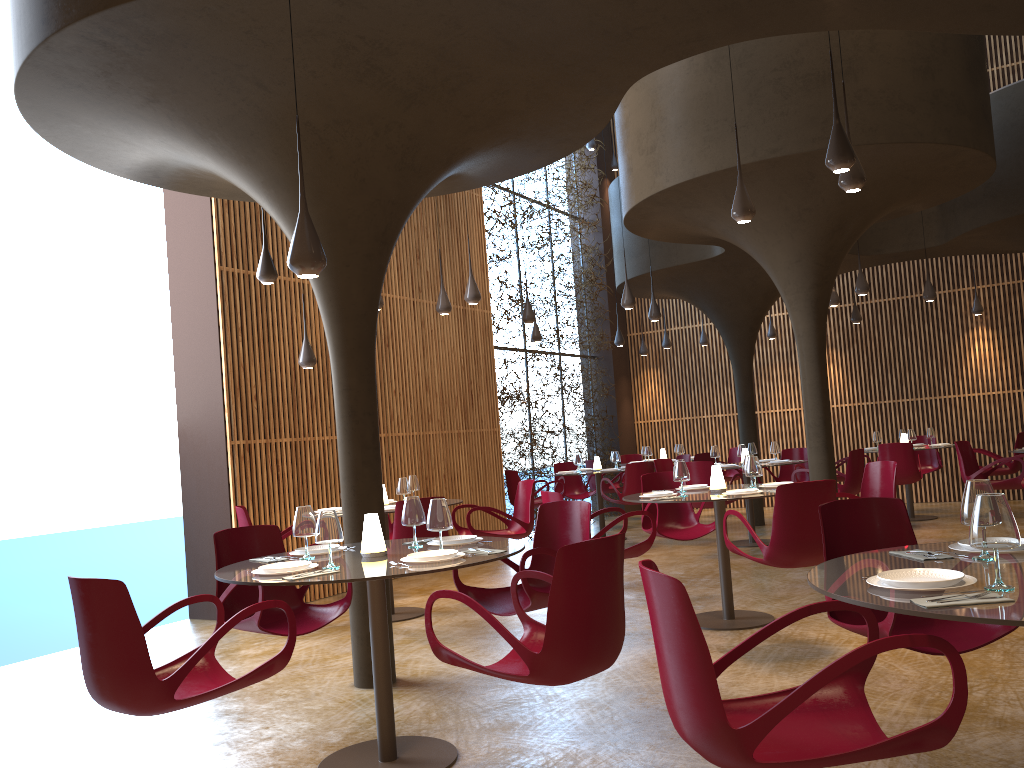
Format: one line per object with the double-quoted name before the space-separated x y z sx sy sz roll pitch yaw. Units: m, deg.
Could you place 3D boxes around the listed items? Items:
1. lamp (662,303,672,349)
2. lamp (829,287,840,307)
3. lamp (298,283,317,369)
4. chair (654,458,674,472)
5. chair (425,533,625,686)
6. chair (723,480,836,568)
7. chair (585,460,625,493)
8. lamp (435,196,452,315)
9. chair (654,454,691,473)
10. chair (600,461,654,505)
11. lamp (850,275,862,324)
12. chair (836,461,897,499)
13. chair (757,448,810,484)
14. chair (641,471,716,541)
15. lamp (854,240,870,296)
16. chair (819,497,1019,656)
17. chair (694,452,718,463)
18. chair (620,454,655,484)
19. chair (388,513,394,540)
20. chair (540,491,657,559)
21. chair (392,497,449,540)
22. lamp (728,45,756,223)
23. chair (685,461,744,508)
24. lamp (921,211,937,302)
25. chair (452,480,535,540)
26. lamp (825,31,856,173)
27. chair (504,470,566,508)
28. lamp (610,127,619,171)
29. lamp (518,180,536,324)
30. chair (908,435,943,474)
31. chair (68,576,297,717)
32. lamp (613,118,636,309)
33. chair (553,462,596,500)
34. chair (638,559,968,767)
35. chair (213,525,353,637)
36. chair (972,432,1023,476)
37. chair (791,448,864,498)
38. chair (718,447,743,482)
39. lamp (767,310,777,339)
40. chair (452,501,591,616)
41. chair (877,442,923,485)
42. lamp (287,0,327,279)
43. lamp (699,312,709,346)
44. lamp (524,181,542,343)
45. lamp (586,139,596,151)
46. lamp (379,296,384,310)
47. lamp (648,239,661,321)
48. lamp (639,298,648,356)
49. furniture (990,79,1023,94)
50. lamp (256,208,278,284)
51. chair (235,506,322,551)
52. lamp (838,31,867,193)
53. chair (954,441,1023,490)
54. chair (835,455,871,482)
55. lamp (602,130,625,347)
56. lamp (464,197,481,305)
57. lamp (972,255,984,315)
"lamp" 2.859 -3.830 17.817 0.196 6.270 0.196 -3 -3 -34
"lamp" 4.466 -4.263 13.087 0.196 6.270 0.196 -3 -2 -24
"lamp" -2.442 -3.292 9.698 0.196 6.270 0.196 -5 -2 5
"chair" 2.572 1.424 13.285 0.625 0.635 0.874 -1 -4 -44
"chair" 0.113 1.001 4.009 0.874 0.635 0.625 -7 -4 43
"chair" 2.020 1.023 6.549 0.625 0.635 0.874 -4 -3 -12
"chair" 1.778 1.676 16.208 0.872 0.635 0.626 -3 -3 -24
"lamp" -1.069 -3.979 11.011 0.196 6.270 0.196 -6 -3 38
"chair" 2.562 1.518 14.708 0.872 0.635 0.626 -3 -3 -19
"chair" 1.769 1.480 13.218 0.624 0.635 0.874 -3 -3 -19
"lamp" 5.843 -4.192 15.756 0.196 6.270 0.196 -2 -3 -44
"chair" 3.008 1.038 7.918 0.872 0.635 0.626 -4 -3 -12
"chair" 4.197 1.313 13.477 0.626 0.635 0.872 -7 -4 40
"chair" 1.610 1.200 8.765 0.625 0.635 0.874 -4 -3 -7
"lamp" 4.511 -4.329 12.126 0.196 6.270 0.196 -3 -2 -24
"chair" 1.841 0.880 4.162 0.625 0.635 0.874 -4 -3 -6
"chair" 3.221 1.516 15.442 0.624 0.635 0.874 -3 -3 -19
"chair" 2.514 1.710 17.580 0.624 0.635 0.874 -4 -3 -14
"chair" -1.642 1.552 10.368 0.624 0.635 0.874 -3 -3 -19
"chair" 0.695 1.187 7.506 0.872 0.635 0.626 -3 -3 -17
"chair" -0.926 1.351 8.129 0.624 0.635 0.874 -3 -3 -24
"lamp" 1.632 -4.430 7.262 0.196 6.270 0.196 -6 -3 36
"chair" 2.618 1.318 11.730 0.626 0.635 0.872 -6 -4 35
"lamp" 6.007 -4.362 13.361 0.196 6.270 0.196 -2 -3 -44
"chair" -0.156 1.387 9.578 0.872 0.635 0.626 -3 -3 -19
"lamp" 1.948 -4.537 6.001 0.196 6.270 0.196 -3 -2 -24
"chair" 0.325 1.640 13.984 0.872 0.635 0.626 -3 -3 -24
"lamp" 2.135 -5.720 19.169 0.196 2.222 0.196 -3 -3 -34
"lamp" 0.004 -3.963 12.483 0.196 6.270 0.196 -5 -2 5
"chair" 6.972 1.210 15.123 0.626 0.635 0.872 -6 -4 30
"chair" -1.522 1.126 4.024 0.626 0.635 0.872 -7 -4 38
"lamp" 1.294 -4.110 11.745 0.196 6.270 0.196 -4 -2 -15
"chair" 1.061 1.674 15.356 0.624 0.635 0.874 -4 -3 -14
"chair" 0.868 0.867 2.841 0.872 0.635 0.626 -4 -3 -1
"chair" -1.496 1.226 5.579 0.624 0.635 0.874 -2 -4 -42
"chair" 7.319 1.075 13.473 0.873 0.635 0.625 -6 -4 30
"chair" 4.253 1.198 11.791 0.874 0.635 0.625 -7 -4 40
"chair" 4.014 1.554 16.932 0.872 0.635 0.626 -3 -3 -19
"lamp" 4.852 -4.005 17.452 0.196 6.270 0.196 -2 -3 -44
"chair" 0.136 1.110 5.696 0.626 0.635 0.872 -7 -4 43
"chair" 5.718 1.174 13.129 0.625 0.635 0.873 -6 -4 25
"lamp" -1.250 -3.657 4.523 0.196 6.270 0.196 -2 -3 -44
"lamp" 3.604 -3.887 17.806 0.196 6.270 0.196 -5 -2 16
"lamp" 0.174 -3.819 14.875 0.196 6.270 0.196 -3 -3 -34
"lamp" 1.499 -5.769 17.684 0.196 2.222 0.196 -3 -3 -34
"lamp" -1.798 -3.971 10.276 0.196 6.270 0.196 -6 -3 38
"lamp" 1.878 -4.057 13.219 0.196 6.270 0.196 -4 -2 -15
"lamp" 2.575 -3.730 19.002 0.196 6.270 0.196 -3 -3 -34
"furniture" 6.901 -3.440 12.225 0.900 1.046 2.535 -3 -4 -18
"lamp" -2.486 -4.050 8.280 0.196 6.270 0.196 -5 -2 5
"chair" -2.292 1.503 8.863 0.872 0.635 0.626 -4 -3 -14
"lamp" 2.236 -4.523 6.547 0.196 6.270 0.196 -6 -3 35
"chair" 6.109 1.019 11.222 0.625 0.635 0.874 -1 -4 -44
"chair" 5.404 1.298 14.651 0.874 0.635 0.625 -7 -4 35
"lamp" 1.773 -3.826 16.619 0.196 6.270 0.196 -3 -3 -34
"lamp" -0.686 -4.050 10.369 0.196 6.270 0.196 -3 -3 -32
"lamp" 8.034 -4.352 15.855 0.196 6.270 0.196 -2 -3 -44
